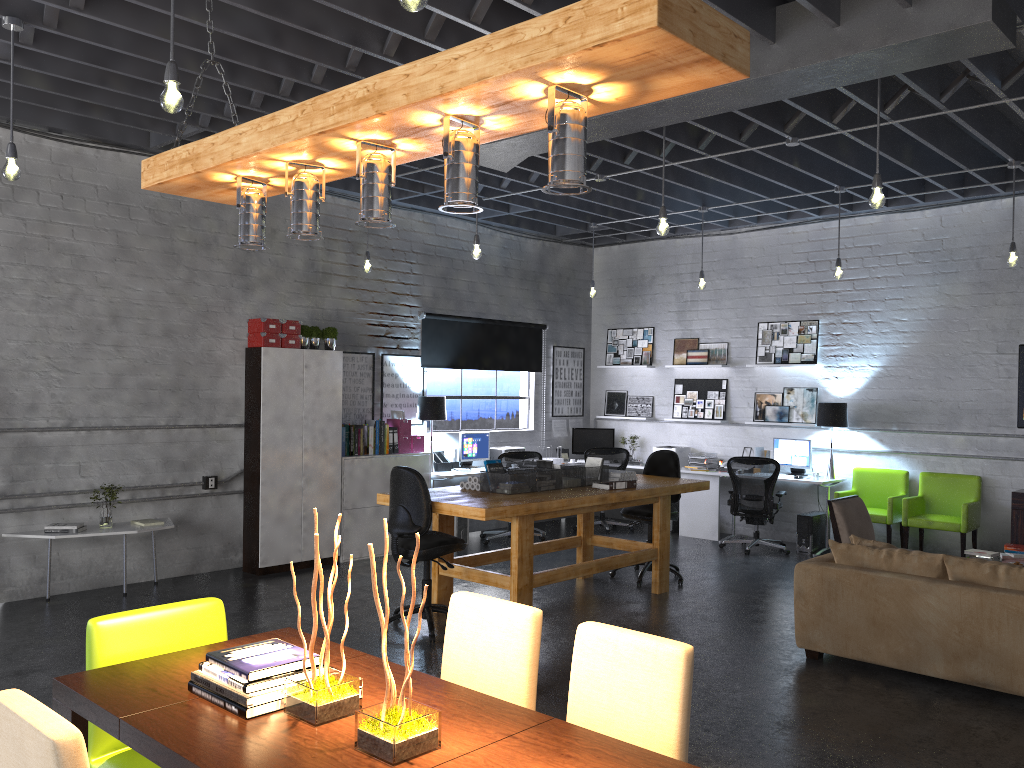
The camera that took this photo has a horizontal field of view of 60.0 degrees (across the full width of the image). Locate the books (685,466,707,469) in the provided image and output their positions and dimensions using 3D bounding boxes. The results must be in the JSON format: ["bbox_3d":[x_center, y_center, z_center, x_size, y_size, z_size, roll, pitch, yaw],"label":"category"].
[{"bbox_3d":[2.170,0.984,10.476,0.148,0.014,0.211,1,0,-32],"label":"books"}]

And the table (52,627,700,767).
[{"bbox_3d":[-0.484,1.316,2.463,1.800,0.780,0.854,1,0,43],"label":"table"}]

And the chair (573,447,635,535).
[{"bbox_3d":[1.086,1.274,10.880,0.732,1.031,0.752,1,0,-24],"label":"chair"}]

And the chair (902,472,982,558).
[{"bbox_3d":[4.291,1.366,8.848,0.611,0.920,0.516,1,0,43],"label":"chair"}]

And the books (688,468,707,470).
[{"bbox_3d":[2.191,0.998,10.461,0.211,0.014,0.148,1,0,17],"label":"books"}]

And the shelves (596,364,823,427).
[{"bbox_3d":[2.310,0.116,10.902,3.023,0.694,0.199,1,0,43],"label":"shelves"}]

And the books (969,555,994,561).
[{"bbox_3d":[4.030,1.491,7.606,0.174,0.045,0.240,1,0,32],"label":"books"}]

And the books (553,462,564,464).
[{"bbox_3d":[0.476,0.993,11.247,0.297,0.006,0.210,1,-1,44],"label":"books"}]

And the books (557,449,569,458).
[{"bbox_3d":[0.665,0.905,11.510,0.184,0.121,0.017,1,0,-32],"label":"books"}]

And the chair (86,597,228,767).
[{"bbox_3d":[-1.075,1.259,3.038,0.608,0.909,0.636,1,0,43],"label":"chair"}]

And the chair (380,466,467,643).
[{"bbox_3d":[-0.607,1.149,6.292,0.659,1.165,0.687,1,0,41],"label":"chair"}]

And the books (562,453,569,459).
[{"bbox_3d":[0.683,0.936,11.497,0.102,0.076,0.037,1,0,-32],"label":"books"}]

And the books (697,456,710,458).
[{"bbox_3d":[2.331,0.885,10.778,0.134,0.008,0.203,1,0,26],"label":"books"}]

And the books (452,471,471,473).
[{"bbox_3d":[-0.558,0.965,9.771,0.158,0.012,0.213,1,0,-22],"label":"books"}]

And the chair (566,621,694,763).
[{"bbox_3d":[0.181,1.238,2.528,0.491,0.959,0.615,1,0,43],"label":"chair"}]

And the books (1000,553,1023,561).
[{"bbox_3d":[4.376,1.504,7.705,0.223,0.032,0.161,1,0,23],"label":"books"}]

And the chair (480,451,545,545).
[{"bbox_3d":[-0.031,1.250,9.928,0.732,1.031,0.752,1,0,-44],"label":"chair"}]

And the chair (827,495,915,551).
[{"bbox_3d":[3.021,1.374,7.192,0.724,0.842,0.575,1,0,43],"label":"chair"}]

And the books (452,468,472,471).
[{"bbox_3d":[-0.552,0.943,9.775,0.170,0.010,0.212,1,0,-21],"label":"books"}]

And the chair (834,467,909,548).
[{"bbox_3d":[3.780,1.361,9.319,0.611,0.920,0.516,1,0,43],"label":"chair"}]

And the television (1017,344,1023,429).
[{"bbox_3d":[5.389,0.028,8.142,1.324,0.816,0.021,1,0,42],"label":"television"}]

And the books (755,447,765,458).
[{"bbox_3d":[2.869,0.878,10.242,0.043,0.296,0.210,1,1,43],"label":"books"}]

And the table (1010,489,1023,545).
[{"bbox_3d":[5.323,1.426,7.973,1.410,0.820,0.404,1,0,43],"label":"table"}]

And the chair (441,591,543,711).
[{"bbox_3d":[-0.250,1.234,2.927,0.491,0.959,0.615,1,0,43],"label":"chair"}]

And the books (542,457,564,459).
[{"bbox_3d":[0.475,0.941,11.253,0.297,0.006,0.210,1,-1,43],"label":"books"}]

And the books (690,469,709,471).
[{"bbox_3d":[2.211,1.012,10.459,0.211,0.014,0.148,1,0,7],"label":"books"}]

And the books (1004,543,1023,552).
[{"bbox_3d":[4.383,1.418,7.687,0.185,0.041,0.129,1,0,37],"label":"books"}]

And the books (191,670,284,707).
[{"bbox_3d":[-0.753,0.875,2.639,0.315,0.026,0.270,1,-1,43],"label":"books"}]

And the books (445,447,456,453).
[{"bbox_3d":[-0.706,0.844,10.026,0.175,0.244,0.026,1,1,43],"label":"books"}]

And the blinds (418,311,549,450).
[{"bbox_3d":[-0.300,0.021,10.611,0.100,1.632,2.119,1,0,43],"label":"blinds"}]

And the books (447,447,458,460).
[{"bbox_3d":[-0.689,0.844,10.041,0.179,0.247,0.026,1,1,43],"label":"books"}]

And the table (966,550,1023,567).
[{"bbox_3d":[4.331,1.668,7.533,0.873,0.300,0.873,1,0,-44],"label":"table"}]

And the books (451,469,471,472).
[{"bbox_3d":[-0.558,0.953,9.775,0.158,0.012,0.209,1,0,-24],"label":"books"}]

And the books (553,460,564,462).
[{"bbox_3d":[0.474,0.967,11.253,0.297,0.006,0.210,1,-1,43],"label":"books"}]

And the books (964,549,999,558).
[{"bbox_3d":[4.040,1.455,7.628,0.161,0.027,0.223,1,0,-38],"label":"books"}]

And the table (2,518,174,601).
[{"bbox_3d":[-3.276,1.429,7.123,0.517,0.532,1.336,1,0,43],"label":"table"}]

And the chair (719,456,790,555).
[{"bbox_3d":[2.635,1.290,9.657,0.732,1.031,0.753,1,0,11],"label":"chair"}]

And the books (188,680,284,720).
[{"bbox_3d":[-0.745,0.906,2.648,0.324,0.035,0.306,1,-1,43],"label":"books"}]

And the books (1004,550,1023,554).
[{"bbox_3d":[4.388,1.451,7.692,0.208,0.024,0.144,1,0,28],"label":"books"}]

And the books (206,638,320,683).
[{"bbox_3d":[-0.744,0.821,2.647,0.251,0.030,0.236,1,-1,44],"label":"books"}]

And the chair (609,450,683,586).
[{"bbox_3d":[1.273,1.191,8.047,0.659,1.165,0.687,1,0,41],"label":"chair"}]

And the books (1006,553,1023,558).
[{"bbox_3d":[4.393,1.476,7.683,0.161,0.026,0.223,1,0,12],"label":"books"}]

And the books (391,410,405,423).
[{"bbox_3d":[-1.198,0.412,9.339,0.192,0.267,0.060,1,1,43],"label":"books"}]

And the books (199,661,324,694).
[{"bbox_3d":[-0.744,0.849,2.647,0.282,0.026,0.266,1,-1,45],"label":"books"}]

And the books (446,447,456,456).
[{"bbox_3d":[-0.703,0.844,10.029,0.175,0.244,0.026,1,1,43],"label":"books"}]

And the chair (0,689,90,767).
[{"bbox_3d":[-0.908,1.218,2.215,0.491,0.959,0.615,1,0,43],"label":"chair"}]

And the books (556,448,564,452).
[{"bbox_3d":[0.639,0.897,11.577,0.133,0.109,0.052,1,0,-32],"label":"books"}]
